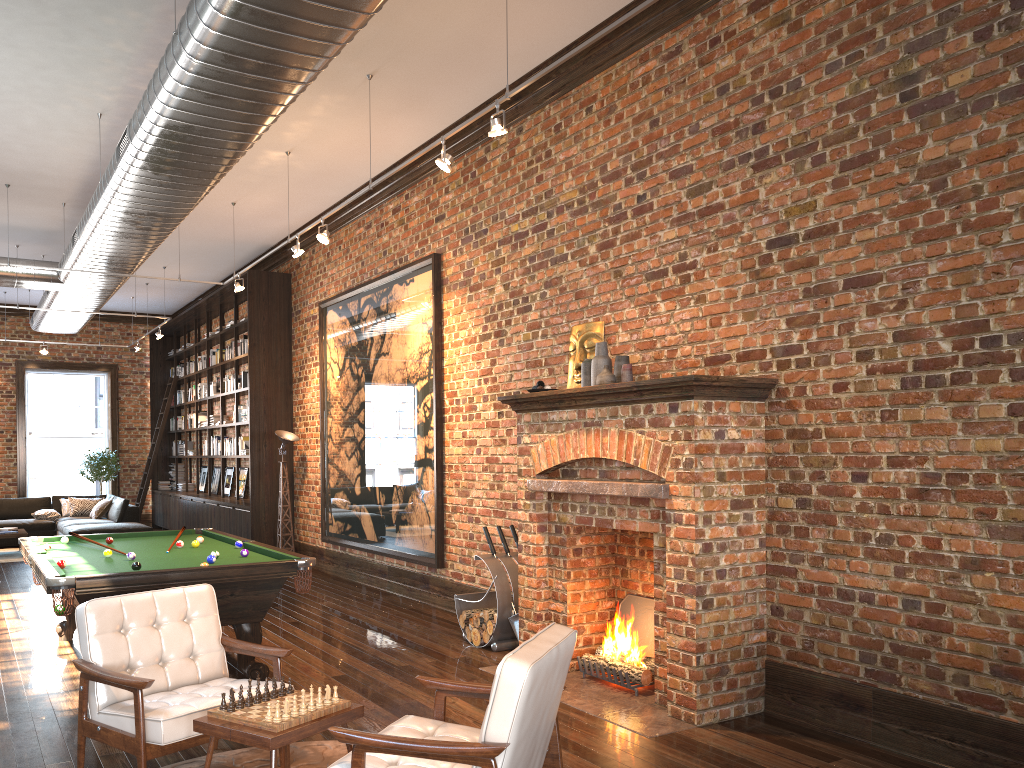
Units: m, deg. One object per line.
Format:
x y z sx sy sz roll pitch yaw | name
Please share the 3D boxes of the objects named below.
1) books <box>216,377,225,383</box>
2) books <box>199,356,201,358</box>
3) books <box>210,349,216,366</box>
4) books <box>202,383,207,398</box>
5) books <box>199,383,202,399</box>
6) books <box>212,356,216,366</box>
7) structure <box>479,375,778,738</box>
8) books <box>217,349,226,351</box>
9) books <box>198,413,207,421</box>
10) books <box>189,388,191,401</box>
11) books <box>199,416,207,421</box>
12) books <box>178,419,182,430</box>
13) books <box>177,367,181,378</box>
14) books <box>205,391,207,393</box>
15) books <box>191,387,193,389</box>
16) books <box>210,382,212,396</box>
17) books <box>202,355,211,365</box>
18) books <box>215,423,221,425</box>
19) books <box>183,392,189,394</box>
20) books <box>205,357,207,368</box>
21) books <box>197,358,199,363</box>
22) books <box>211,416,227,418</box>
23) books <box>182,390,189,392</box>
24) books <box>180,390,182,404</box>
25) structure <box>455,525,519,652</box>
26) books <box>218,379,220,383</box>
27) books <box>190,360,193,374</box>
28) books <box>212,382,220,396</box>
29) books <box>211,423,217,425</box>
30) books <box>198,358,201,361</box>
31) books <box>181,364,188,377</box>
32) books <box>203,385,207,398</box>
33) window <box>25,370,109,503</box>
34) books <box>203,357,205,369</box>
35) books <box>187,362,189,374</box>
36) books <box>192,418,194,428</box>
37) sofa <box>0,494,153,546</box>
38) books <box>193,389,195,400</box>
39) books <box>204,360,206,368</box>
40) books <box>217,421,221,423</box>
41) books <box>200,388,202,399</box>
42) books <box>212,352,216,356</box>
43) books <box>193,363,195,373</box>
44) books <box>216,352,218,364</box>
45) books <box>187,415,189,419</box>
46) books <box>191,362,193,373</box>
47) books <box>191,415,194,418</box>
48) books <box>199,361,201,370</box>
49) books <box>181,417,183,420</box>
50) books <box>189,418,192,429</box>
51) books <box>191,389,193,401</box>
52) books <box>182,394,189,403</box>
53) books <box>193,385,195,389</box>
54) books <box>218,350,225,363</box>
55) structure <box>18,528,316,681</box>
-4.990 0.051 15.219 0.155 0.334 0.014 0 0 -32 | books
-5.683 -0.354 16.330 0.166 0.315 0.016 0 0 -32 | books
-5.152 -0.432 15.444 0.186 0.328 0.069 0 0 -32 | books
-5.522 0.137 16.066 0.175 0.303 0.067 0 0 -32 | books
-5.628 0.145 16.232 0.183 0.314 0.013 0 0 -32 | books
-5.069 -0.383 15.287 0.193 0.202 0.027 1 0 -32 | books
0.607 0.980 5.612 0.887 1.906 2.002 0 -2 -32 | structure
-4.937 -0.446 15.112 0.181 0.298 0.009 0 0 -32 | books
-5.760 0.680 16.453 0.189 0.287 0.013 0 0 -32 | books
-6.075 0.222 16.959 0.174 0.283 0.113 0 0 -32 | books
-5.717 0.705 16.418 0.147 0.232 0.036 0 0 -32 | books
-6.524 0.811 17.651 0.231 0.224 0.024 1 0 -32 | books
-6.550 -0.212 17.654 0.235 0.252 0.028 1 0 -32 | books
-5.326 0.142 15.765 0.161 0.025 0.298 2 -5 -35 | books
-6.008 0.211 16.862 0.174 0.286 0.091 0 0 -32 | books
-5.212 0.103 15.542 0.190 0.284 0.013 0 0 -32 | books
-5.486 -0.368 15.988 0.176 0.289 0.030 0 0 -32 | books
-4.898 0.690 15.044 0.204 0.035 0.267 2 -5 -31 | books
-6.379 0.280 17.446 0.166 0.250 0.079 0 0 -32 | books
-5.379 -0.361 15.825 0.168 0.248 0.072 0 0 -32 | books
-5.714 -0.330 16.355 0.172 0.273 0.059 0 0 -32 | books
-5.035 0.569 15.253 0.243 0.015 0.165 2 -5 -29 | books
-6.415 0.267 17.508 0.190 0.281 0.006 0 0 -32 | books
-6.499 0.271 17.632 0.184 0.293 0.006 0 0 -32 | books
-0.025 1.571 6.902 0.538 0.919 0.928 0 -2 -31 | structure
-4.968 0.068 15.218 0.133 0.299 0.012 0 0 -32 | books
-6.053 -0.297 16.897 0.163 0.297 0.029 0 0 -32 | books
-4.978 0.097 15.155 0.272 0.241 0.083 1 -1 -32 | books
-5.031 0.694 15.249 0.244 0.025 0.161 2 -5 -33 | books
-5.628 -0.339 16.209 0.192 0.266 0.016 0 0 -32 | books
-6.424 -0.240 17.481 0.190 0.280 0.017 0 0 -32 | books
-5.441 0.152 15.915 0.191 0.249 0.024 0 0 -32 | books
-8.908 1.116 17.771 1.520 2.752 0.155 0 0 -32 | window
-5.459 -0.354 15.941 0.185 0.253 0.030 0 0 -32 | books
-6.132 -0.277 17.037 0.187 0.280 0.028 0 0 -32 | books
-5.956 0.747 16.785 0.186 0.208 0.017 0 0 -32 | books
-7.906 2.266 14.211 3.501 0.803 3.456 2 -5 -32 | sofa
-5.877 0.214 16.634 0.181 0.242 0.036 0 0 -32 | books
-5.423 -0.329 15.897 0.166 0.194 0.030 0 0 -32 | books
-4.890 0.649 15.049 0.173 0.018 0.239 2 -5 -28 | books
-5.585 0.188 16.169 0.182 0.218 0.034 0 0 -32 | books
-5.080 -0.415 15.318 0.180 0.270 0.011 0 0 -32 | books
-5.873 -0.278 16.594 0.178 0.208 0.033 0 0 -32 | books
-4.939 -0.419 15.080 0.191 0.239 0.008 0 0 -32 | books
-6.213 0.741 17.178 0.185 0.286 0.036 0 0 -32 | books
-6.014 -0.280 16.854 0.178 0.254 0.036 0 0 -32 | books
-6.010 0.726 16.869 0.177 0.264 0.042 0 0 -32 | books
-5.602 -0.310 16.152 0.187 0.200 0.030 1 0 -32 | books
-6.466 0.787 17.605 0.180 0.263 0.015 0 0 -32 | books
-6.008 0.753 16.819 0.236 0.202 0.046 1 -1 -32 | books
-5.975 0.220 16.782 0.174 0.256 0.027 0 0 -32 | books
-6.375 0.298 17.425 0.185 0.210 0.069 0 -1 -32 | books
-5.892 0.180 16.654 0.171 0.315 0.014 0 0 -32 | books
-4.866 -0.435 14.981 0.191 0.255 0.062 0 0 -32 | books
-2.647 1.604 6.481 1.553 0.850 2.962 1 -4 -32 | structure
